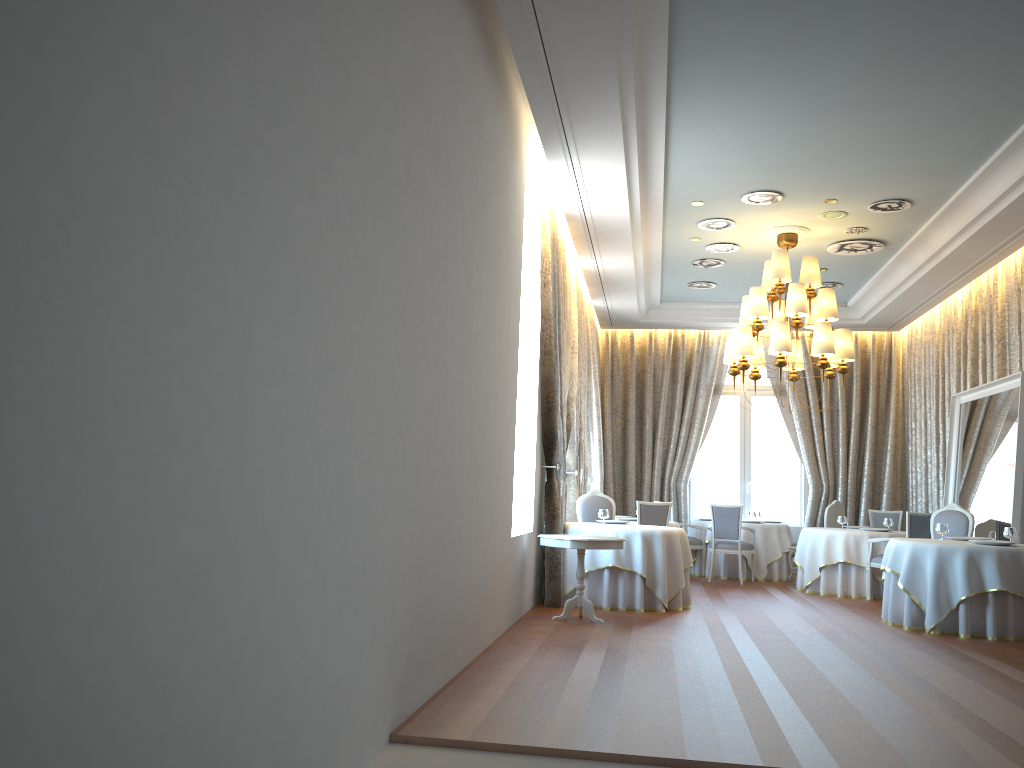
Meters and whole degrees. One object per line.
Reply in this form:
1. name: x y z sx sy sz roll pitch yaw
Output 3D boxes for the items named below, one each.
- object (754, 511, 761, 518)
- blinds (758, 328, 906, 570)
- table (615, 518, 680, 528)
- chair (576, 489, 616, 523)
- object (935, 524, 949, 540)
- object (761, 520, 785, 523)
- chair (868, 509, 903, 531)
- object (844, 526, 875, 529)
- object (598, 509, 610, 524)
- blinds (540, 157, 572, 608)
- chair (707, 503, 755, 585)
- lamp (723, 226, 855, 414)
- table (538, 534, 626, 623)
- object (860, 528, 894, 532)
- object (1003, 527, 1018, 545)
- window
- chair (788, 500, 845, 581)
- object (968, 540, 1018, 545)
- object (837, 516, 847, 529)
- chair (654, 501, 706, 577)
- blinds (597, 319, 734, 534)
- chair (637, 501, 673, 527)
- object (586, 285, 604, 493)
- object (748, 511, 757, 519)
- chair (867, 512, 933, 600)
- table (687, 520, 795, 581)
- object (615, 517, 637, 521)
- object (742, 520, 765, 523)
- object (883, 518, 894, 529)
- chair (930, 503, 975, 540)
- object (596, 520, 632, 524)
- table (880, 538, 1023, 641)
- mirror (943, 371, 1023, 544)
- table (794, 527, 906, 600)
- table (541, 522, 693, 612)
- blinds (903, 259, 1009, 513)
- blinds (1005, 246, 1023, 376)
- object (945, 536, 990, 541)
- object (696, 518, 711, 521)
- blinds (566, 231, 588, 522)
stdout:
1. object: 3.921 2.124 14.198 0.128 0.165 0.128 1 -7 9
2. blinds: 5.357 0.775 14.747 2.476 4.901 0.386 1 -7 9
3. table: 1.582 2.341 12.377 1.667 0.890 1.663 2 -7 3
4. chair: 1.101 1.888 10.646 0.563 1.233 0.690 4 -7 -16
5. object: 4.435 1.525 9.140 0.128 0.165 0.128 -3 -9 39
6. object: 4.063 2.157 13.895 0.419 0.036 0.419 1 -7 8
7. chair: 5.431 2.399 12.953 0.650 1.108 0.629 -2 -8 29
8. object: 4.825 1.996 12.334 0.419 0.036 0.419 1 -7 8
9. object: 1.033 1.493 9.979 0.128 0.165 0.128 3 -7 -9
10. blinds: 0.519 -0.023 9.809 0.315 4.930 2.204 1 -7 9
11. chair: 3.137 2.288 12.790 0.650 1.108 0.629 -1 -8 24
12. lamp: 3.200 -0.745 10.308 1.373 2.121 1.373 9 -10 -43
13. table: 0.646 1.836 8.308 0.761 0.801 0.760 8 -9 -41
14. object: 4.736 1.894 11.526 0.419 0.036 0.419 1 -7 8
15. object: 4.839 1.475 8.604 0.128 0.165 0.128 1 -7 9
16. window: 4.048 0.766 15.380 1.881 3.306 0.196 1 -7 9
17. chair: 4.566 2.347 13.272 0.563 1.233 0.690 8 -9 -40
18. object: 4.561 1.504 8.406 0.419 0.036 0.419 1 -7 8
19. object: 4.550 1.906 12.213 0.128 0.165 0.128 1 -7 9
20. chair: 2.554 2.367 13.624 0.629 1.108 0.650 6 -8 -25
21. blinds: 2.520 0.719 15.210 2.535 4.901 0.386 1 -7 9
22. chair: 1.683 2.050 11.311 0.650 1.108 0.629 4 -7 -16
23. object: 1.325 0.612 14.342 0.386 4.901 2.121 1 -7 9
24. object: 3.738 2.068 13.800 0.128 0.165 0.128 1 -7 9
25. chair: 4.819 2.122 10.887 0.650 1.108 0.629 5 -7 -21
26. table: 3.569 2.603 13.875 1.667 0.890 1.663 -1 -8 28
27. object: 1.590 1.823 11.969 0.419 0.036 0.419 1 -7 8
28. object: 3.633 2.090 13.484 0.419 0.036 0.419 1 -7 8
29. object: 4.989 1.867 11.751 0.128 0.165 0.128 1 -7 9
30. chair: 4.659 1.916 9.726 0.690 1.233 0.563 6 -8 -30
31. object: 1.179 1.598 10.261 0.419 0.036 0.419 1 -7 8
32. table: 4.557 2.020 8.798 1.663 0.890 1.667 3 -7 -2
33. mirror: 5.440 1.279 10.251 0.385 2.564 2.251 1 -7 9
34. table: 4.660 2.399 11.862 1.663 0.890 1.667 -1 -8 23
35. table: 1.165 2.007 9.793 1.663 0.890 1.667 3 -7 -2
36. blinds: 6.135 0.511 12.488 0.238 4.819 4.439 1 -7 9
37. blinds: 5.455 -0.041 8.204 0.238 4.819 4.439 1 -7 9
38. object: 4.747 1.615 9.251 0.419 0.036 0.419 1 -7 8
39. object: 3.077 2.115 13.867 0.419 0.036 0.419 1 -7 8
40. blinds: 0.925 0.289 12.214 0.335 4.969 2.257 1 -7 9
